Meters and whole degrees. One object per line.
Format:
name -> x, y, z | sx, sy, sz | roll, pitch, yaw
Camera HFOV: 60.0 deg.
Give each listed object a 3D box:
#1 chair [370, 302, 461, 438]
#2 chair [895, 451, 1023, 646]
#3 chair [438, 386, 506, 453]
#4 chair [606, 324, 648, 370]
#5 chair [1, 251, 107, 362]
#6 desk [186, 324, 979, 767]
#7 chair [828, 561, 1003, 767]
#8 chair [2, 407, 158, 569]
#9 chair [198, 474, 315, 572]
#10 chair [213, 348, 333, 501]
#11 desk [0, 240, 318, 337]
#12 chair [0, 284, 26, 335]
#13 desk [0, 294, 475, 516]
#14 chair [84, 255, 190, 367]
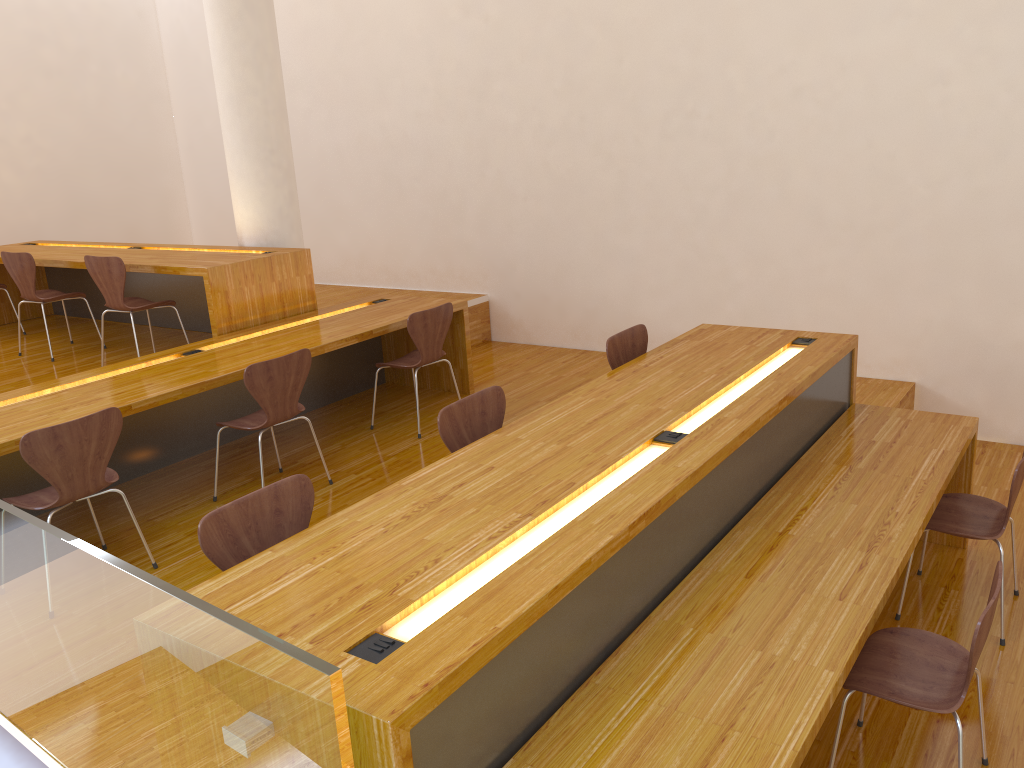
chair -> -0.563, -0.107, 5.067 | 0.381, 0.693, 0.428 | 7, 19, 34
chair -> 1.738, 0.547, 3.403 | 0.381, 0.693, 0.428 | 7, 19, 34
chair -> 0.012, 0.396, 3.174 | 0.381, 0.693, 0.428 | 7, 19, 34
chair -> 0.678, 0.110, 4.027 | 0.381, 0.693, 0.428 | 7, 19, 34
chair -> -3.008, -0.543, 5.803 | 0.428, 0.693, 0.381 | 7, 19, 34
desk -> 0.603, 0.623, 2.993 | 1.285, 0.918, 3.236 | 7, 19, 34
chair -> 1.135, 0.842, 2.507 | 0.381, 0.693, 0.428 | 7, 19, 34
chair -> -1.718, 0.441, 3.412 | 0.381, 0.693, 0.428 | 7, 19, 34
chair -> -0.539, 0.649, 2.415 | 0.381, 0.693, 0.428 | 7, 19, 34
chair -> -1.166, 0.188, 4.171 | 0.381, 0.693, 0.428 | 7, 19, 34
desk -> -2.744, -0.614, 6.133 | 3.185, 0.606, 0.760 | 7, 19, 34
chair -> -3.905, -0.673, 6.460 | 0.428, 0.693, 0.381 | 7, 19, 34
desk -> -1.473, 0.141, 4.583 | 0.760, 0.606, 3.185 | 7, 19, 34
chair -> -2.211, -0.439, 5.259 | 0.428, 0.693, 0.381 | 7, 19, 34
